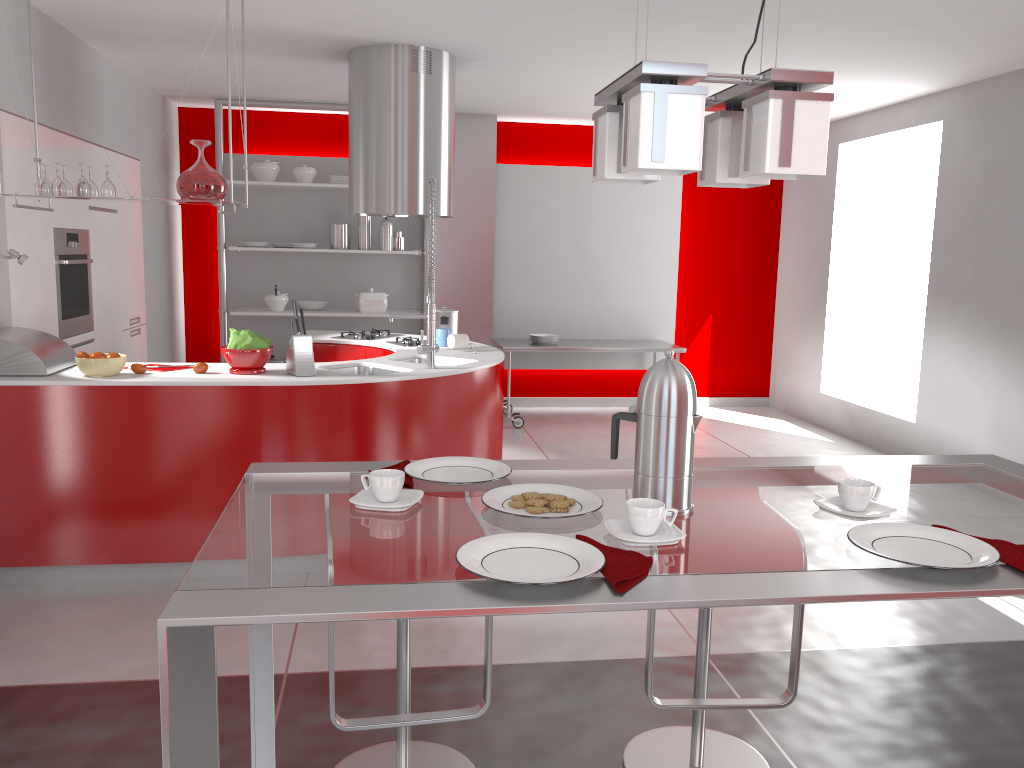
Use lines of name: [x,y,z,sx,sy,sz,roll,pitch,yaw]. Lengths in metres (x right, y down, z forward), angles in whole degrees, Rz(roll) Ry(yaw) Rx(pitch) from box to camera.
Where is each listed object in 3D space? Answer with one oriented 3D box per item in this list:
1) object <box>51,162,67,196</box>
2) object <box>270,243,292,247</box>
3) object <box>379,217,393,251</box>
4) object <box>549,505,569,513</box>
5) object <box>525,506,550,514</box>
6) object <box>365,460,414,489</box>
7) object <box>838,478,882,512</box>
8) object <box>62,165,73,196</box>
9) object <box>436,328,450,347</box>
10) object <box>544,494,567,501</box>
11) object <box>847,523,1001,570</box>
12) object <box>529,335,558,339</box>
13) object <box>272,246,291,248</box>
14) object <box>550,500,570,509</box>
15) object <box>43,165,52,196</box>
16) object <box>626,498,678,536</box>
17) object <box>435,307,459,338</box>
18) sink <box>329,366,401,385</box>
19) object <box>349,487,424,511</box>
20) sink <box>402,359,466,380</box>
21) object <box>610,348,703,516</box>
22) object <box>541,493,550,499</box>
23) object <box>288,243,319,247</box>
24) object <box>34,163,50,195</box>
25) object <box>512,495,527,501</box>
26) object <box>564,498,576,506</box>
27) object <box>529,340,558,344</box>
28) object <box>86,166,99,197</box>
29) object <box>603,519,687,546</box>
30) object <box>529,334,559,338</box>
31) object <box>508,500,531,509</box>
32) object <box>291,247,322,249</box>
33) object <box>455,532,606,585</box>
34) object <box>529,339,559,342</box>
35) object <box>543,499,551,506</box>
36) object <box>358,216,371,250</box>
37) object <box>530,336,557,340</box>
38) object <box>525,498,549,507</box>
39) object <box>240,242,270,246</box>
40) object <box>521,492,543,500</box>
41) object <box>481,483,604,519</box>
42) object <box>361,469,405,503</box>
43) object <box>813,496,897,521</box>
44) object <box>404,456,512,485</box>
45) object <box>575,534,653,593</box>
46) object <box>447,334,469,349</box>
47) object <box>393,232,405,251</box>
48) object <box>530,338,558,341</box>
object: [-1.902,-0.854,3.717,0.060,0.141,0.060,-4,10,-31]
object: [-1.881,-1.147,7.358,0.244,0.042,0.244,-1,9,-17]
object: [-1.022,-1.223,7.208,0.115,0.274,0.115,-1,9,-16]
object: [0.082,0.217,1.552,0.034,0.006,0.036,1,9,-4]
object: [0.044,0.218,1.541,0.036,0.006,0.034,-3,10,-29]
object: [-0.246,0.178,1.764,0.095,0.012,0.234,0,9,-8]
object: [0.621,0.200,1.582,0.078,0.049,0.062,3,9,14]
object: [-1.924,-0.870,3.817,0.060,0.141,0.060,0,9,-8]
object: [-0.406,-0.268,5.109,0.080,0.100,0.109,-5,10,-35]
object: [0.078,0.205,1.596,0.036,0.006,0.034,4,9,15]
object: [0.635,0.255,1.377,0.217,0.015,0.217,4,9,15]
object: [0.269,-0.396,7.538,0.228,0.020,0.228,-3,9,-26]
object: [-1.881,-1.134,7.360,0.280,0.015,0.280,6,10,28]
object: [0.084,0.211,1.556,0.034,0.006,0.036,2,9,3]
object: [-2.012,-0.874,3.835,0.060,0.141,0.060,0,9,-8]
object: [0.219,0.216,1.416,0.078,0.049,0.062,7,10,31]
object: [-0.420,-0.381,5.461,0.218,0.185,0.189,9,12,43]
sink: [-0.701,0.031,4.249,0.428,0.172,0.326,9,11,42]
object: [-0.222,0.206,1.575,0.119,0.016,0.119,3,9,11]
sink: [-0.411,-0.020,4.636,0.428,0.172,0.326,6,10,30]
object: [0.255,0.079,1.572,0.149,0.287,0.113,1,8,-1]
object: [0.061,0.206,1.622,0.036,0.006,0.034,0,9,-9]
object: [-1.678,-1.112,7.152,0.244,0.042,0.244,-2,9,-24]
object: [-1.990,-0.862,3.753,0.060,0.141,0.060,0,9,-8]
object: [0.018,0.207,1.608,0.036,0.006,0.034,0,9,-8]
object: [0.096,0.211,1.594,0.034,0.006,0.036,3,9,13]
object: [0.269,-0.356,7.544,0.228,0.020,0.228,-3,9,-26]
object: [-1.831,-0.873,3.855,0.060,0.141,0.060,0,9,-8]
object: [0.212,0.239,1.424,0.119,0.016,0.119,0,9,-11]
object: [0.270,-0.406,7.537,0.228,0.020,0.228,-3,9,-26]
object: [0.014,0.213,1.571,0.036,0.006,0.034,-3,9,-25]
object: [-1.678,-1.098,7.155,0.280,0.015,0.280,5,9,21]
object: [0.026,0.255,1.279,0.217,0.015,0.217,-4,10,-32]
object: [0.269,-0.366,7.543,0.228,0.020,0.228,-3,9,-26]
object: [0.057,0.212,1.586,0.036,0.006,0.034,3,9,9]
object: [-1.201,-1.258,7.227,0.109,0.329,0.110,0,9,-11]
object: [0.269,-0.386,7.540,0.228,0.020,0.228,-3,9,-26]
object: [0.044,0.209,1.564,0.036,0.006,0.034,6,10,28]
object: [-2.057,-1.114,7.110,0.244,0.042,0.244,-2,9,-24]
object: [0.037,0.202,1.606,0.034,0.006,0.036,-2,9,-20]
object: [0.054,0.212,1.575,0.217,0.015,0.217,6,10,28]
object: [-0.229,0.182,1.570,0.078,0.049,0.062,0,9,-9]
object: [0.613,0.224,1.587,0.119,0.016,0.119,-3,10,-28]
object: [-0.109,0.177,1.778,0.217,0.015,0.217,6,10,27]
object: [0.164,0.257,1.297,0.095,0.012,0.234,0,9,-10]
object: [-0.313,-0.244,5.020,0.100,0.080,0.109,-5,11,-38]
object: [-0.959,-1.194,7.414,0.127,0.157,0.127,2,8,2]
object: [0.269,-0.376,7.541,0.228,0.020,0.228,-3,9,-26]
